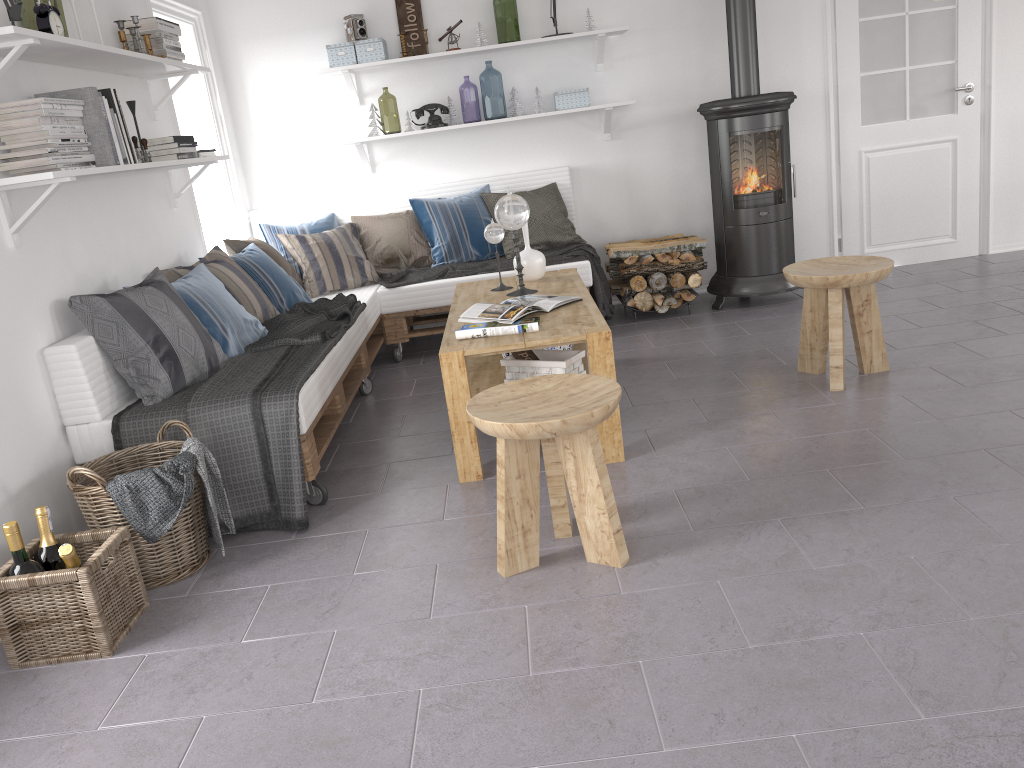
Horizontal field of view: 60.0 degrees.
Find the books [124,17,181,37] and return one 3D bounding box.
[{"bbox_3d":[-1.622,-1.592,3.979,0.176,0.053,0.290,-8,16,1],"label":"books"}]

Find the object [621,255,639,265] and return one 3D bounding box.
[{"bbox_3d":[0.701,-0.772,5.346,0.098,0.061,0.467,-7,16,2],"label":"object"}]

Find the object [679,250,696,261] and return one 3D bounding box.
[{"bbox_3d":[1.015,-0.811,5.343,0.098,0.088,0.466,-7,16,2],"label":"object"}]

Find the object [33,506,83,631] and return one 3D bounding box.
[{"bbox_3d":[-1.290,0.526,2.484,0.094,0.361,0.127,-8,16,1],"label":"object"}]

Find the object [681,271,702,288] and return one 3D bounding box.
[{"bbox_3d":[1.057,-0.690,5.399,0.118,0.142,0.520,-7,16,4],"label":"object"}]

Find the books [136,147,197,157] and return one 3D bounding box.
[{"bbox_3d":[-1.537,-1.032,3.955,0.191,0.023,0.242,-8,16,-1],"label":"books"}]

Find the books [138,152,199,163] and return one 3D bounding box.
[{"bbox_3d":[-1.540,-1.007,3.971,0.191,0.032,0.258,-7,16,3],"label":"books"}]

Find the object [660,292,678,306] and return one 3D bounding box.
[{"bbox_3d":[0.913,-0.563,5.417,0.097,0.056,0.562,-8,16,1],"label":"object"}]

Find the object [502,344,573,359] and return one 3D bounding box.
[{"bbox_3d":[0.100,-0.170,3.632,0.302,0.161,0.302,-9,16,-3],"label":"object"}]

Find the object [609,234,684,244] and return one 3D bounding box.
[{"bbox_3d":[0.838,-0.871,5.477,0.467,0.063,0.095,-8,16,1],"label":"object"}]

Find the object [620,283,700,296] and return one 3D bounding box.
[{"bbox_3d":[0.881,-0.571,5.283,0.468,0.069,0.095,-8,16,1],"label":"object"}]

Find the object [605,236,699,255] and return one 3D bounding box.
[{"bbox_3d":[0.840,-0.824,5.295,0.562,0.074,0.095,-7,16,2],"label":"object"}]

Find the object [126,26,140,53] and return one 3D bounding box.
[{"bbox_3d":[-1.589,-1.433,3.745,0.055,0.153,0.055,-17,19,-30],"label":"object"}]

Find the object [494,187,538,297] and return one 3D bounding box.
[{"bbox_3d":[0.017,-0.628,3.894,0.155,0.468,0.155,-14,17,-19],"label":"object"}]

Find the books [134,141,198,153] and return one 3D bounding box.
[{"bbox_3d":[-1.549,-1.055,3.957,0.212,0.023,0.258,-8,16,1],"label":"books"}]

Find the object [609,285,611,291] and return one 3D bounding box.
[{"bbox_3d":[0.878,-0.623,5.464,0.562,0.063,0.095,-7,16,2],"label":"object"}]

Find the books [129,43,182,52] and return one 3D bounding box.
[{"bbox_3d":[-1.607,-1.504,4.003,0.152,0.024,0.238,-8,16,1],"label":"books"}]

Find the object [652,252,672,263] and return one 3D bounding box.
[{"bbox_3d":[0.873,-0.795,5.348,0.096,0.068,0.467,-8,16,1],"label":"object"}]

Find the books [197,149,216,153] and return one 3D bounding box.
[{"bbox_3d":[-1.551,-1.098,4.227,0.202,0.012,0.251,-7,16,2],"label":"books"}]

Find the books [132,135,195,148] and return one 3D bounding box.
[{"bbox_3d":[-1.549,-1.077,3.942,0.190,0.028,0.239,-7,16,3],"label":"books"}]

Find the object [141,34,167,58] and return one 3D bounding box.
[{"bbox_3d":[-1.511,-1.400,3.690,0.124,0.100,0.124,-1,17,23],"label":"object"}]

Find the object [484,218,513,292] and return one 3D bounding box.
[{"bbox_3d":[-0.068,-0.598,4.084,0.109,0.329,0.109,-17,18,-29],"label":"object"}]

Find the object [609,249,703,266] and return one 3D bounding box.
[{"bbox_3d":[0.875,-0.776,5.413,0.562,0.057,0.097,-8,16,1],"label":"object"}]

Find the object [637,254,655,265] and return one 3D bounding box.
[{"bbox_3d":[0.784,-0.782,5.351,0.098,0.060,0.467,-7,16,4],"label":"object"}]

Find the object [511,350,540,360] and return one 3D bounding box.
[{"bbox_3d":[0.067,-0.085,3.368,0.090,0.139,0.182,-18,19,-32],"label":"object"}]

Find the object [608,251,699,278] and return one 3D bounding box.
[{"bbox_3d":[0.846,-0.720,5.315,0.538,0.082,0.099,-8,16,1],"label":"object"}]

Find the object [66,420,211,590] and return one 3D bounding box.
[{"bbox_3d":[-1.149,0.384,2.784,0.393,0.432,0.393,-11,16,-12],"label":"object"}]

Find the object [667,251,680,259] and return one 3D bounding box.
[{"bbox_3d":[0.946,-0.800,5.335,0.044,0.034,0.425,-8,16,1],"label":"object"}]

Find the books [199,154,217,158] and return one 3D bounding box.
[{"bbox_3d":[-1.540,-1.074,4.236,0.187,0.014,0.253,-8,16,1],"label":"books"}]

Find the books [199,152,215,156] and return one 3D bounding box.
[{"bbox_3d":[-1.542,-1.086,4.228,0.187,0.014,0.248,-8,16,-1],"label":"books"}]

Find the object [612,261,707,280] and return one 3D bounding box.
[{"bbox_3d":[0.878,-0.681,5.297,0.562,0.063,0.095,-7,16,2],"label":"object"}]

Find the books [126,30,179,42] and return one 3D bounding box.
[{"bbox_3d":[-1.612,-1.551,3.980,0.161,0.027,0.223,-8,16,1],"label":"books"}]

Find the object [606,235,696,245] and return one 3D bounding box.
[{"bbox_3d":[0.848,-0.850,5.396,0.541,0.070,0.101,-7,16,2],"label":"object"}]

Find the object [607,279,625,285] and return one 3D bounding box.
[{"bbox_3d":[0.871,-0.649,5.568,0.569,0.078,0.115,-7,16,2],"label":"object"}]

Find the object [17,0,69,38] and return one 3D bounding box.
[{"bbox_3d":[-1.690,-1.339,3.187,0.052,0.311,0.330,-8,16,1],"label":"object"}]

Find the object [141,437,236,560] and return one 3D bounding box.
[{"bbox_3d":[-1.104,0.388,2.793,0.349,0.356,0.290,-9,16,-4],"label":"object"}]

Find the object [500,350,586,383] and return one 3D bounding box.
[{"bbox_3d":[0.120,-0.060,3.332,0.281,0.102,0.155,3,19,33],"label":"object"}]

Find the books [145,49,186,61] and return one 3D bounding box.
[{"bbox_3d":[-1.600,-1.476,4.005,0.172,0.032,0.239,-8,16,1],"label":"books"}]

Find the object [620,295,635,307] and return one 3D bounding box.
[{"bbox_3d":[0.691,-0.549,5.471,0.052,0.056,0.561,-8,16,1],"label":"object"}]

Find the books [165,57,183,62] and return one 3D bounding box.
[{"bbox_3d":[-1.606,-1.441,4.002,0.172,0.032,0.239,-8,16,1],"label":"books"}]

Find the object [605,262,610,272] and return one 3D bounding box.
[{"bbox_3d":[0.846,-0.739,5.443,0.539,0.070,0.101,-7,16,2],"label":"object"}]

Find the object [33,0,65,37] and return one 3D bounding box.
[{"bbox_3d":[-1.564,-1.225,2.997,0.050,0.165,0.120,-8,16,1],"label":"object"}]

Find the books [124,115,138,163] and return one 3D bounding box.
[{"bbox_3d":[-1.529,-0.921,3.379,0.152,0.185,0.045,-8,16,1],"label":"books"}]

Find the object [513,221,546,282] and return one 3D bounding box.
[{"bbox_3d":[0.074,-0.648,4.202,0.155,0.325,0.155,-16,18,-27],"label":"object"}]

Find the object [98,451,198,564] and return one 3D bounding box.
[{"bbox_3d":[-1.099,0.387,2.732,0.367,0.332,0.303,9,23,45],"label":"object"}]

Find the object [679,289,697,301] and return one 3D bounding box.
[{"bbox_3d":[1.032,-0.571,5.416,0.096,0.060,0.467,-8,16,1],"label":"object"}]

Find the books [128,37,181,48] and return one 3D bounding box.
[{"bbox_3d":[-1.614,-1.532,4.012,0.161,0.026,0.223,-8,16,1],"label":"books"}]
